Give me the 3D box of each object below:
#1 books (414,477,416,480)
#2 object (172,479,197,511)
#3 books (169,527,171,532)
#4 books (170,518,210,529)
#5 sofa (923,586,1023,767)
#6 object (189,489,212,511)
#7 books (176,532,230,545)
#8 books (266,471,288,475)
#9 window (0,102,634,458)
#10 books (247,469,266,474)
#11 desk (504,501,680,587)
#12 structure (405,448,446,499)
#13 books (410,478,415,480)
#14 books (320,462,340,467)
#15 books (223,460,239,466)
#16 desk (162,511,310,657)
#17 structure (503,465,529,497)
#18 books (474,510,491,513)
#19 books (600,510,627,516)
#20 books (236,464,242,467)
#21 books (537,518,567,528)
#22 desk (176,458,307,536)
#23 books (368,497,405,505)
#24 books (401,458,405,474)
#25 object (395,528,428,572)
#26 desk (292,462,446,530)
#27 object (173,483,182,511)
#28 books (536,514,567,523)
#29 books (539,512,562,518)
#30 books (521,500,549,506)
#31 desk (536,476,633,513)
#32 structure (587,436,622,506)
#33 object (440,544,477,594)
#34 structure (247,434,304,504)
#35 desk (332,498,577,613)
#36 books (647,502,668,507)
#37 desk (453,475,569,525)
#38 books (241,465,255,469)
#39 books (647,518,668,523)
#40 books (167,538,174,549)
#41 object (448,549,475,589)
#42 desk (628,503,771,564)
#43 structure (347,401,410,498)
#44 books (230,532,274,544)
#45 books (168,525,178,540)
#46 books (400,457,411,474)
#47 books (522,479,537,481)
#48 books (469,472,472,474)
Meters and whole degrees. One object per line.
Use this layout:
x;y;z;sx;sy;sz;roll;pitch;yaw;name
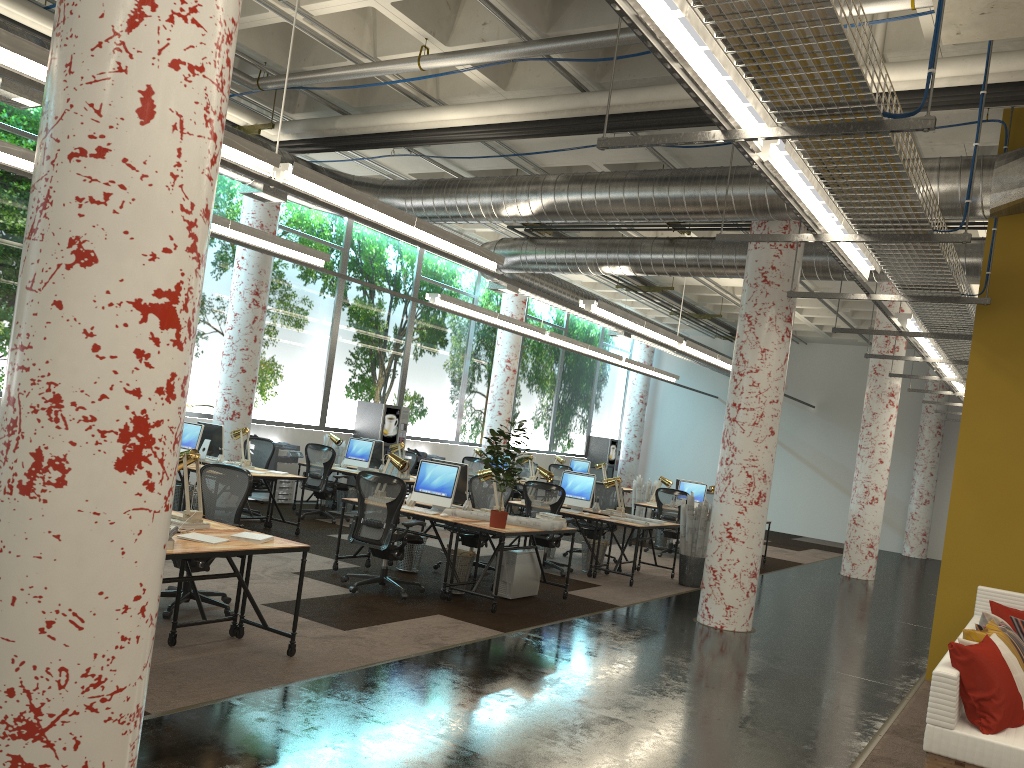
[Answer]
-1.364;1.431;13.321;0.200;0.024;0.236;8;-3;5;books
-4.264;1.453;11.414;0.357;0.435;0.354;7;-1;28;object
-2.019;0.798;4.994;0.153;0.030;0.184;10;-3;-30;books
-2.169;0.905;5.811;0.308;0.038;0.226;6;-4;32;books
3.688;1.949;5.172;2.012;0.931;2.867;6;-3;32;sofa
-3.725;1.480;10.551;0.357;0.435;0.354;7;-1;28;object
-1.866;0.934;5.355;0.243;0.019;0.206;7;-3;9;books
-2.877;1.089;10.851;0.200;0.024;0.236;8;-3;5;books
-3.558;-1.180;14.367;0.050;3.760;26.309;8;-3;32;window
-3.093;1.048;10.580;0.243;0.019;0.206;7;-3;9;books
1.007;2.039;11.563;1.935;0.724;1.407;6;-3;32;desk
-1.673;1.819;17.362;0.502;1.057;1.062;7;-2;32;structure
-1.580;1.390;13.050;0.243;0.019;0.206;7;-3;9;books
-2.821;1.236;13.588;0.308;0.038;0.226;6;-4;32;books
-3.246;0.912;10.218;0.153;0.030;0.184;10;-3;-30;books
-2.520;1.232;5.623;1.935;0.724;1.407;6;-3;32;desk
0.019;2.201;20.125;0.502;1.057;1.062;7;-2;32;structure
-0.215;1.328;9.050;0.308;0.038;0.226;6;-4;32;books
1.358;1.712;11.750;0.308;0.038;0.226;6;-4;32;books
-3.236;0.945;10.224;0.193;0.044;0.257;8;-3;-11;books
0.387;1.398;8.897;0.271;0.050;0.201;6;-3;29;books
-3.747;1.346;10.848;1.935;0.724;1.407;6;-3;32;desk
-1.268;1.177;8.946;0.308;0.038;0.226;6;-4;32;books
-1.671;1.210;12.722;0.233;0.310;0.068;7;-1;32;books
-1.083;1.761;9.429;0.357;0.435;0.354;7;-1;28;object
-2.119;1.714;13.505;1.935;0.724;1.407;6;-3;32;desk
-4.312;1.456;11.350;0.234;0.403;0.120;7;-1;33;object
0.393;1.352;8.924;0.193;0.044;0.256;10;-4;-41;books
0.388;1.320;8.911;0.184;0.030;0.153;6;-3;30;books
0.305;1.561;11.646;0.308;0.038;0.226;6;-4;32;books
1.649;2.565;19.658;1.935;0.724;1.407;6;-3;32;desk
2.438;2.363;23.988;0.636;1.810;0.753;8;-1;32;structure
-0.544;1.789;8.566;0.357;0.435;0.354;7;-1;28;object
-3.750;1.349;13.972;0.502;1.057;1.062;7;-2;32;structure
-0.566;1.655;8.863;1.935;0.724;1.407;6;-3;32;desk
2.461;2.038;14.979;0.308;0.038;0.226;6;-4;32;books
-0.043;2.183;16.895;1.935;0.724;1.407;6;-3;32;desk
-3.396;1.019;11.035;0.308;0.038;0.226;6;-4;32;books
1.890;1.791;11.629;0.244;0.019;0.205;9;-3;-21;books
-2.028;0.875;4.976;0.201;0.050;0.271;10;-3;-31;books
-0.500;1.812;8.630;0.234;0.403;0.120;7;-1;33;object
3.163;2.516;14.896;1.935;0.724;1.407;6;-3;32;desk
-2.425;1.264;16.049;0.636;1.810;0.753;8;-1;32;structure
-1.650;0.976;5.627;0.200;0.024;0.236;8;-3;5;books
-2.009;0.831;5.000;0.193;0.044;0.257;8;-3;-11;books
-1.594;1.227;12.848;0.233;0.310;0.068;7;-1;32;books
0.308;1.856;17.083;0.308;0.038;0.226;6;-4;32;books
-0.745;1.705;16.978;0.308;0.038;0.226;6;-4;32;books
